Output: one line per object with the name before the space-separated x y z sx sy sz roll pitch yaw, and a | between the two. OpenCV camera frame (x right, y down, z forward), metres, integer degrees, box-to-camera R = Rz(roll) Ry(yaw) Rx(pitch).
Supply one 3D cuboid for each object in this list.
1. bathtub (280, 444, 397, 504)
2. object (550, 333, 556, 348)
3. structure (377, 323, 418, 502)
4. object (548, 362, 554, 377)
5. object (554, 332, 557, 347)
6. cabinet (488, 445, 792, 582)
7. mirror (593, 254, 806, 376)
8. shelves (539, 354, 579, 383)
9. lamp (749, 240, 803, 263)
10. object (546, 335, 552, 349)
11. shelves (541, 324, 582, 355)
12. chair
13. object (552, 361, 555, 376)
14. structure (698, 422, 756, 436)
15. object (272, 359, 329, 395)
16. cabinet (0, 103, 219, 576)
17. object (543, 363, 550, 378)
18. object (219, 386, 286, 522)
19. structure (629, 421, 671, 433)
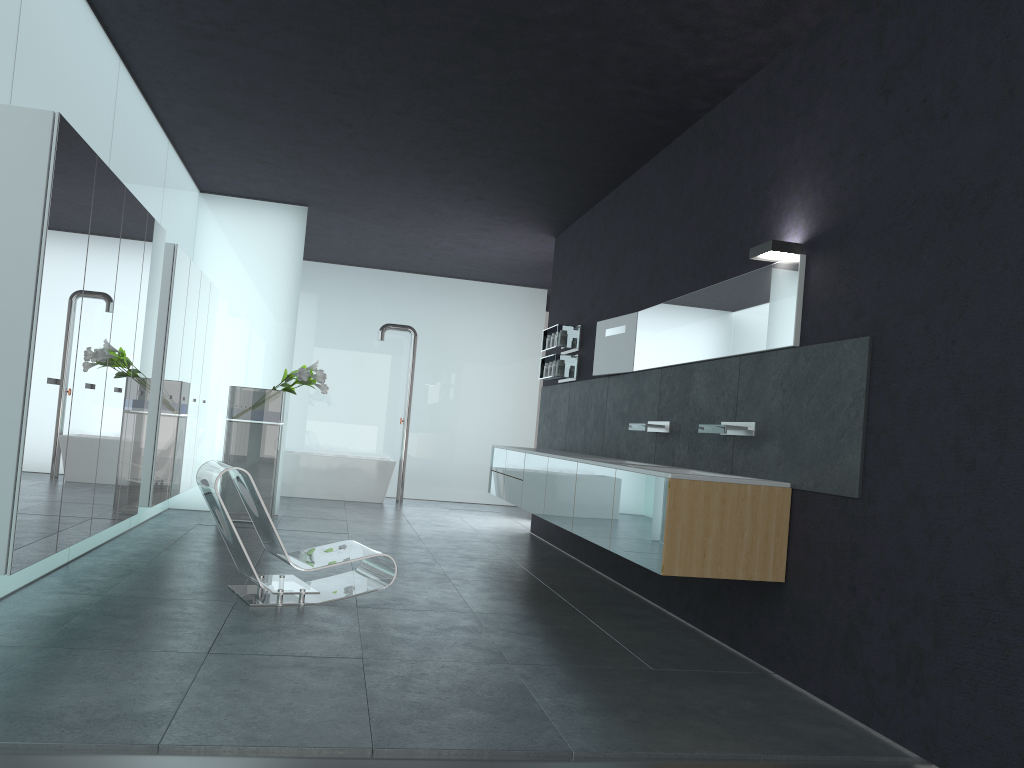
bathtub | -2.845 1.344 13.869 1.978 0.858 0.961 6 -3 -11
object | 0.491 -0.485 10.165 0.096 0.184 0.068 5 -2 -2
structure | -1.923 0.478 14.067 0.643 2.869 0.123 5 -2 -12
object | 0.462 -0.159 10.154 0.096 0.184 0.068 5 -2 -2
object | 0.528 -0.492 9.980 0.096 0.184 0.068 5 -2 -13
cabinet | 0.648 0.909 7.650 0.734 0.556 5.586 6 -3 -11
mirror | 1.275 -0.409 6.905 0.109 0.532 3.724 5 -3 -12
shelves | 0.525 -0.180 10.099 0.265 0.285 0.770 5 -3 -11
lamp | 1.563 -0.786 5.262 0.198 0.066 0.277 6 -3 -11
object | 0.449 -0.477 10.375 0.096 0.184 0.068 6 -2 -20
shelves | 0.554 -0.506 10.111 0.265 0.285 0.770 5 -3 -11
chair | -1.467 1.005 6.035 1.262 0.870 0.629 7 -3 -30
object | 0.499 -0.166 9.969 0.096 0.184 0.068 5 -2 -13
structure | 1.365 0.279 5.687 0.186 0.088 0.482 6 -3 -11
object | -2.601 0.053 10.074 1.025 0.779 0.974 6 -3 -19
cabinet | -3.044 -0.103 7.110 0.399 2.213 6.007 5 -3 -11
object | 0.420 -0.151 10.364 0.096 0.184 0.068 6 -2 -20
object | -2.967 0.798 10.142 0.585 1.490 0.575 5 -2 -11
structure | 1.087 0.335 7.078 0.186 0.088 0.482 6 -3 -11
